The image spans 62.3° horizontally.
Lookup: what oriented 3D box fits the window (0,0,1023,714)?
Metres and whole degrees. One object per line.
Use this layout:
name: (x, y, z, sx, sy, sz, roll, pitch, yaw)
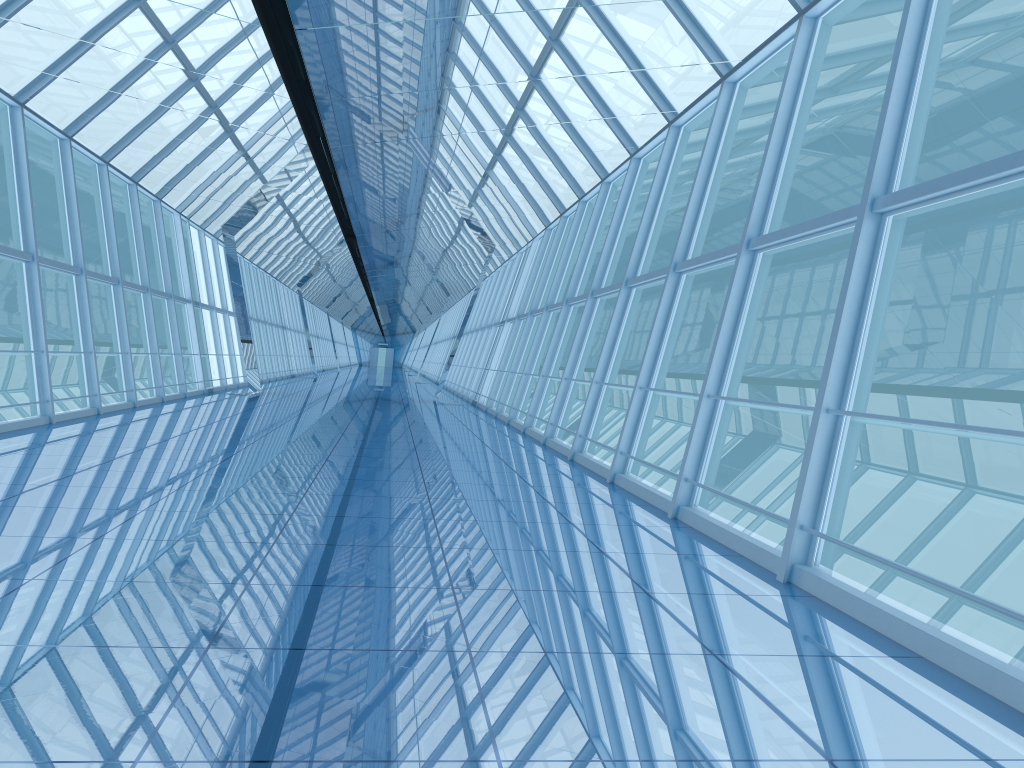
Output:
window: (-8.122, -2.832, 49.826, 9.897, 4.878, 107.029, 3, 1, -8)
